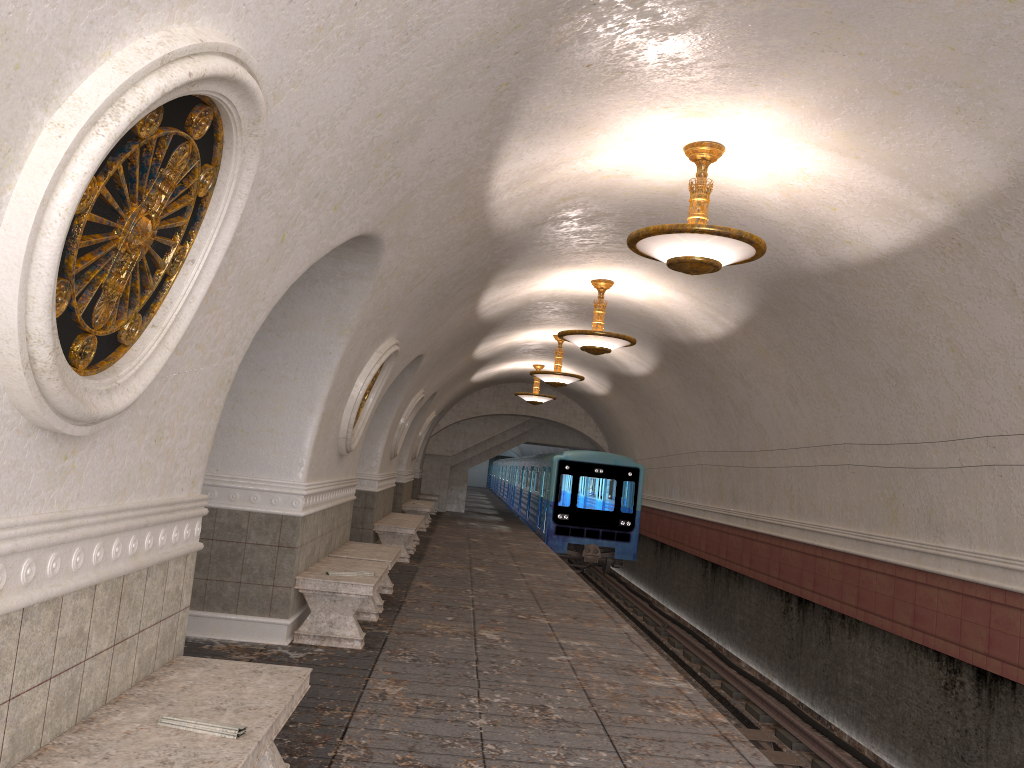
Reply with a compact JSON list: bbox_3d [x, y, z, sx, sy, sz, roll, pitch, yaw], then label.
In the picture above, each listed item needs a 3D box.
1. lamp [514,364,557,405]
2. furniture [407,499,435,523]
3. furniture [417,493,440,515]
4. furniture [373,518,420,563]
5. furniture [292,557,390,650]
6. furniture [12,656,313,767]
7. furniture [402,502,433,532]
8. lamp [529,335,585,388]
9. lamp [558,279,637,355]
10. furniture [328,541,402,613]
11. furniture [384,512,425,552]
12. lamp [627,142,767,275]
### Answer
[{"bbox_3d":[0.581,0.030,20.945,1.008,0.955,1.008,1,-7,43],"label":"lamp"},{"bbox_3d":[-2.188,3.064,21.167,0.613,0.508,1.509,6,-5,-3],"label":"furniture"},{"bbox_3d":[-2.441,3.479,25.762,0.613,0.508,1.509,6,-5,-3],"label":"furniture"},{"bbox_3d":[-1.769,2.379,13.565,0.613,0.508,1.509,6,-5,-3],"label":"furniture"},{"bbox_3d":[-1.439,1.839,7.577,0.613,0.508,1.509,6,-5,-3],"label":"furniture"},{"bbox_3d":[-1.202,1.450,3.274,0.613,0.508,1.509,6,-5,-3],"label":"furniture"},{"bbox_3d":[-2.096,2.914,19.494,0.613,0.508,1.509,6,-5,-3],"label":"furniture"},{"bbox_3d":[0.846,-0.403,16.142,1.008,0.955,1.008,5,-6,13],"label":"lamp"},{"bbox_3d":[1.111,-0.836,11.341,1.008,0.955,1.008,5,-6,13],"label":"lamp"},{"bbox_3d":[-1.531,1.989,9.250,0.613,0.508,1.509,6,-5,-3],"label":"furniture"},{"bbox_3d":[-1.861,2.530,15.237,0.613,0.508,1.509,6,-5,-3],"label":"furniture"},{"bbox_3d":[1.375,-1.269,6.538,1.008,0.955,1.008,8,-6,-18],"label":"lamp"}]
